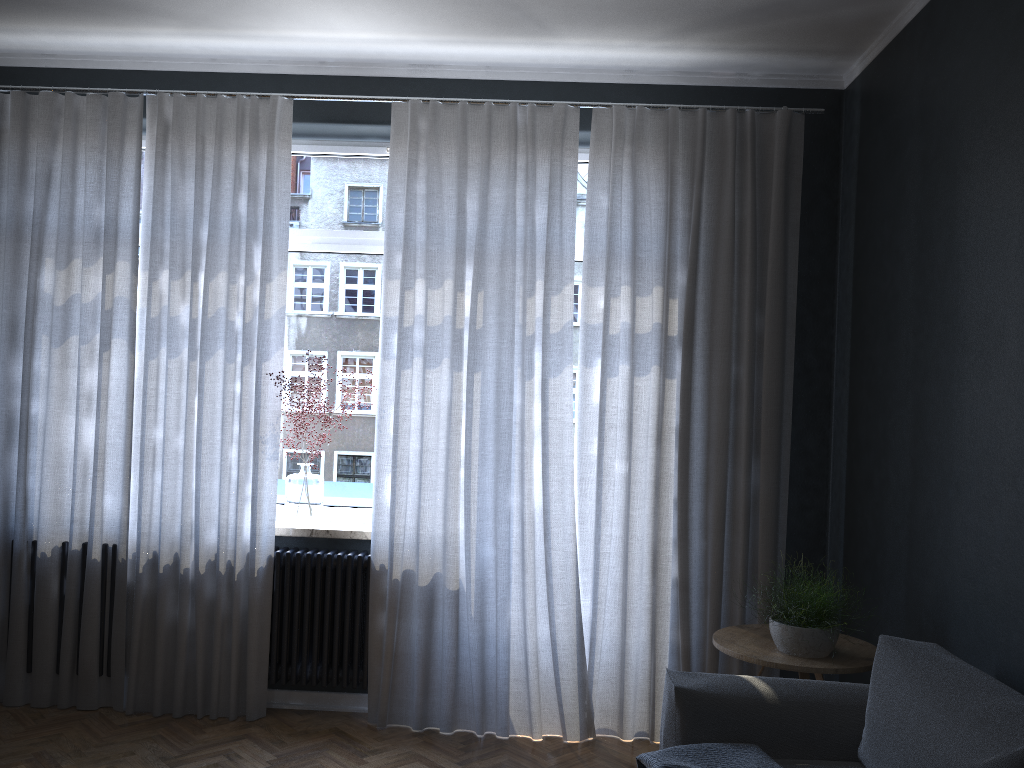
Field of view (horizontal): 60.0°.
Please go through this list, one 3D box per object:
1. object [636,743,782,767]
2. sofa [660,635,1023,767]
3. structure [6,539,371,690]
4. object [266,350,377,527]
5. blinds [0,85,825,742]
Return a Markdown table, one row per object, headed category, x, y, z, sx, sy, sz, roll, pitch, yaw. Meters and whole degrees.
| category | x | y | z | sx | sy | sz | roll | pitch | yaw |
| --- | --- | --- | --- | --- | --- | --- | --- | --- | --- |
| object | 0.581 | 1.141 | 2.365 | 0.490 | 0.329 | 0.667 | 2 | -1 | 7 |
| sofa | 0.870 | 1.113 | 1.779 | 0.970 | 0.798 | 2.341 | 2 | -1 | 1 |
| structure | -1.404 | 1.038 | 4.083 | 1.846 | 0.600 | 0.216 | 2 | -1 | 2 |
| object | -0.928 | 0.258 | 4.104 | 0.514 | 0.809 | 0.599 | 3 | -1 | -24 |
| blinds | -0.676 | 0.109 | 4.008 | 3.992 | 2.788 | 0.312 | 2 | -1 | 2 |
